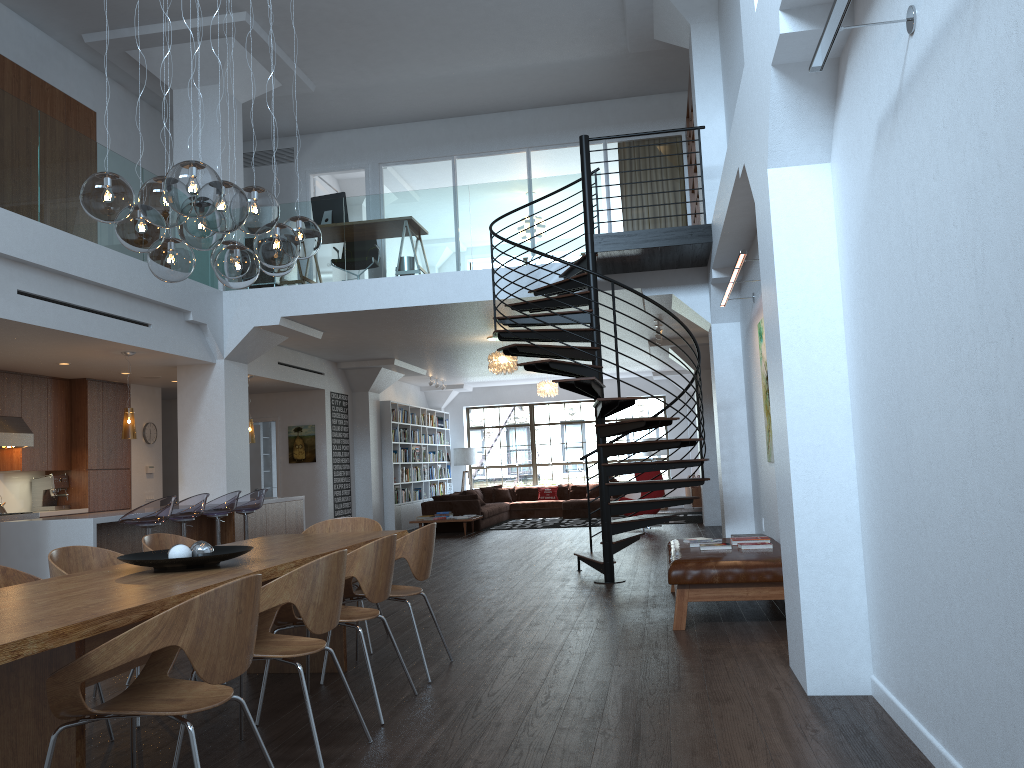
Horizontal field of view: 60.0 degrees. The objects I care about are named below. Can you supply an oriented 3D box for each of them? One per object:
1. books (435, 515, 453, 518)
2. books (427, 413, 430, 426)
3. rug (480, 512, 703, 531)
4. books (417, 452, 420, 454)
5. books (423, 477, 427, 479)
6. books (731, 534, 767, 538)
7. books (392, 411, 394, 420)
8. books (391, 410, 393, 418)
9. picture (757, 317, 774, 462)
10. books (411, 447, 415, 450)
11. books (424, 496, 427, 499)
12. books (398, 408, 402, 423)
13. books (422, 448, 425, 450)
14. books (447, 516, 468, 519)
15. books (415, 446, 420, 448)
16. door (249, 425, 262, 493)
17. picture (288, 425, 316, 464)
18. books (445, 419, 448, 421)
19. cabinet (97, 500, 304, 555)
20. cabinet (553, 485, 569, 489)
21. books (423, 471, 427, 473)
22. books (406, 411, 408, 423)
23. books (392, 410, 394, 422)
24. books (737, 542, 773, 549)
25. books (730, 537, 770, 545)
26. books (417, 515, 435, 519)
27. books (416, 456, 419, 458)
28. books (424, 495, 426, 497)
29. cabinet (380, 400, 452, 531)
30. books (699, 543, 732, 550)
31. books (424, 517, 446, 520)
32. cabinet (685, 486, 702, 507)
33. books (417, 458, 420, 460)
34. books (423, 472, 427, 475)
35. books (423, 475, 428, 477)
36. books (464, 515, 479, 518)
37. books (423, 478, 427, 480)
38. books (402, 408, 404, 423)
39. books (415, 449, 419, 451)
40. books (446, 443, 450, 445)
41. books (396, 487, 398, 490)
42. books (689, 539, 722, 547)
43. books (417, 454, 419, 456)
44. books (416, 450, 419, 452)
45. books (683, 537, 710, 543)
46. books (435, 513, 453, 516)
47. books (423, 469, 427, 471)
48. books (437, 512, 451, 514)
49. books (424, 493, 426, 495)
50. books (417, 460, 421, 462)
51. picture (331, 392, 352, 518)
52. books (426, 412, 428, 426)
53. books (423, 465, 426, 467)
[{"bbox_3d":[-1.195,2.343,15.658,0.312,0.037,0.216,-3,-5,-1],"label":"books"},{"bbox_3d":[-1.837,0.771,18.916,0.176,0.290,0.053,-4,-5,9],"label":"books"},{"bbox_3d":[1.685,2.606,16.925,4.200,0.007,3.100,-4,-5,11],"label":"rug"},{"bbox_3d":[-1.973,1.399,17.906,0.183,0.042,0.253,-4,-5,9],"label":"books"},{"bbox_3d":[-1.890,1.936,18.304,0.251,0.037,0.160,-4,-5,14],"label":"books"},{"bbox_3d":[1.907,1.236,7.142,0.254,0.044,0.183,-3,-5,4],"label":"books"},{"bbox_3d":[-2.275,0.597,16.314,0.167,0.210,0.162,-4,-5,9],"label":"books"},{"bbox_3d":[-2.281,0.586,16.224,0.182,0.215,0.188,-4,-5,9],"label":"books"},{"bbox_3d":[2.094,0.032,7.181,0.010,1.200,1.095,-4,-5,9],"label":"picture"},{"bbox_3d":[-2.029,1.276,17.528,0.174,0.045,0.240,-4,-5,9],"label":"books"},{"bbox_3d":[-1.908,2.340,18.240,0.284,0.035,0.197,-4,-5,9],"label":"books"},{"bbox_3d":[-2.182,0.602,16.865,0.176,0.293,0.125,-4,-5,9],"label":"books"},{"bbox_3d":[-1.913,1.347,18.254,0.223,0.031,0.161,-4,-5,9],"label":"books"},{"bbox_3d":[-0.938,2.288,15.200,0.231,0.040,0.342,2,-7,-40],"label":"books"},{"bbox_3d":[-1.969,1.276,17.934,0.129,0.043,0.185,-5,-6,24],"label":"books"},{"bbox_3d":[-4.699,1.739,15.284,0.826,2.032,0.174,-4,-5,9],"label":"door"},{"bbox_3d":[-3.383,0.969,14.281,0.450,0.600,0.030,-4,-5,9],"label":"picture"},{"bbox_3d":[-1.552,0.929,20.484,0.140,0.231,0.042,-4,-5,9],"label":"books"},{"bbox_3d":[-3.652,1.824,9.943,0.898,0.796,4.493,-4,-5,9],"label":"cabinet"},{"bbox_3d":[1.242,2.602,20.065,1.520,0.625,0.350,-4,-5,9],"label":"cabinet"},{"bbox_3d":[-1.890,1.815,18.316,0.253,0.040,0.183,-4,-5,9],"label":"books"},{"bbox_3d":[-2.114,0.648,17.211,0.182,0.255,0.077,-4,-5,9],"label":"books"},{"bbox_3d":[-2.256,0.596,16.377,0.161,0.218,0.101,-4,-5,9],"label":"books"},{"bbox_3d":[1.782,1.187,6.505,0.224,0.036,0.161,-3,-5,4],"label":"books"},{"bbox_3d":[1.835,1.209,6.831,0.283,0.043,0.197,-4,-5,9],"label":"books"},{"bbox_3d":[-1.518,2.354,15.651,0.241,0.045,0.334,-4,-5,11],"label":"books"},{"bbox_3d":[-1.992,1.485,17.892,0.180,0.042,0.259,-4,-5,9],"label":"books"},{"bbox_3d":[-1.910,2.306,18.243,0.284,0.033,0.197,-2,-5,-6],"label":"books"},{"bbox_3d":[-2.001,1.696,18.255,0.461,2.414,4.500,-4,-5,9],"label":"cabinet"},{"bbox_3d":[1.508,1.205,6.576,0.224,0.032,0.161,-4,-5,9],"label":"books"},{"bbox_3d":[-1.332,2.315,15.274,0.236,0.035,0.340,-6,-6,34],"label":"books"},{"bbox_3d":[3.660,2.089,17.259,0.459,0.350,4.501,-4,-5,9],"label":"cabinet"},{"bbox_3d":[-1.965,1.524,17.889,0.160,0.039,0.251,-4,-5,14],"label":"books"},{"bbox_3d":[-1.882,1.856,18.320,0.231,0.044,0.168,-3,-5,4],"label":"books"},{"bbox_3d":[-1.892,1.900,18.332,0.259,0.040,0.180,-4,-5,9],"label":"books"},{"bbox_3d":[-0.727,2.307,15.512,0.256,0.035,0.350,-6,-6,35],"label":"books"},{"bbox_3d":[-1.886,1.973,18.297,0.246,0.038,0.171,-4,-5,9],"label":"books"},{"bbox_3d":[-2.175,0.608,16.927,0.197,0.290,0.136,-4,-5,9],"label":"books"},{"bbox_3d":[-1.992,1.338,17.945,0.223,0.027,0.161,-3,-5,-1],"label":"books"},{"bbox_3d":[-1.599,1.382,20.266,0.284,0.035,0.197,-7,-7,39],"label":"books"},{"bbox_3d":[-2.198,1.924,16.253,0.174,0.045,0.240,-3,-5,-1],"label":"books"},{"bbox_3d":[1.496,1.229,6.846,0.247,0.040,0.185,-4,-5,12],"label":"books"},{"bbox_3d":[-1.978,1.442,17.908,0.168,0.045,0.231,-3,-5,4],"label":"books"},{"bbox_3d":[-1.980,1.364,17.917,0.161,0.033,0.223,-4,-5,9],"label":"books"},{"bbox_3d":[1.501,1.264,7.168,0.161,0.031,0.223,-2,-5,-13],"label":"books"},{"bbox_3d":[-1.201,2.307,15.666,0.279,0.035,0.191,-5,-6,19],"label":"books"},{"bbox_3d":[-1.884,1.780,18.325,0.223,0.032,0.161,-4,-5,9],"label":"books"},{"bbox_3d":[-1.198,2.276,15.666,0.224,0.027,0.157,-4,-5,14],"label":"books"},{"bbox_3d":[-1.915,2.274,18.250,0.254,0.032,0.174,-4,-5,14],"label":"books"},{"bbox_3d":[-1.960,1.563,17.887,0.171,0.039,0.246,-4,-5,9],"label":"books"},{"bbox_3d":[-2.843,1.339,14.820,0.021,2.380,0.800,-4,-5,10],"label":"picture"},{"bbox_3d":[-1.853,0.748,18.698,0.140,0.298,0.044,-4,-5,9],"label":"books"},{"bbox_3d":[-1.879,1.694,18.317,0.185,0.041,0.129,-5,-6,24],"label":"books"}]
